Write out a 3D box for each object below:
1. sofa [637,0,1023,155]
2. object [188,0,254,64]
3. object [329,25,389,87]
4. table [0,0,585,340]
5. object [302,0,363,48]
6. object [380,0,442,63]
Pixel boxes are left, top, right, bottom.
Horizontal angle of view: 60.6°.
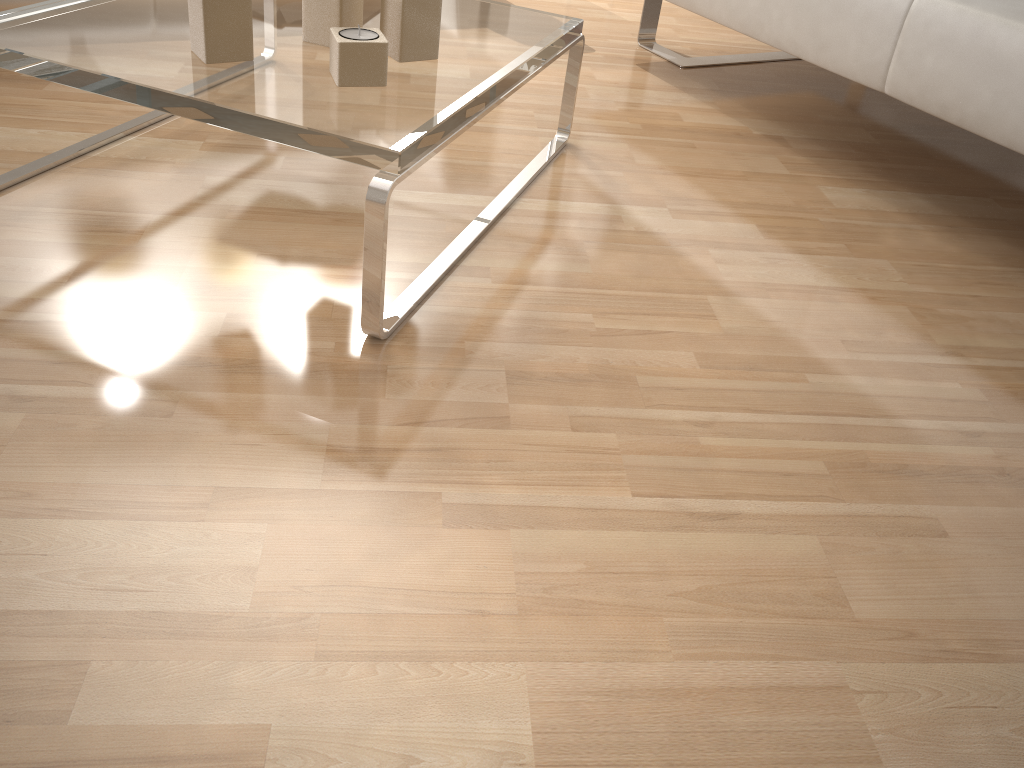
[{"bbox_3d":[1.081,-0.776,1.726,0.918,0.690,1.888,-12,39,-27],"label":"sofa"},{"bbox_3d":[-0.388,-0.509,1.163,0.068,0.140,0.071,-15,39,-32],"label":"object"},{"bbox_3d":[-0.203,-0.440,1.160,0.067,0.069,0.072,-6,36,-20],"label":"object"},{"bbox_3d":[-0.336,-0.469,1.438,0.708,0.233,0.844,17,36,13],"label":"table"},{"bbox_3d":[-0.258,-0.591,1.265,0.068,0.183,0.071,17,33,14],"label":"object"},{"bbox_3d":[-0.145,-0.547,1.259,0.068,0.141,0.071,-15,39,-32],"label":"object"}]
